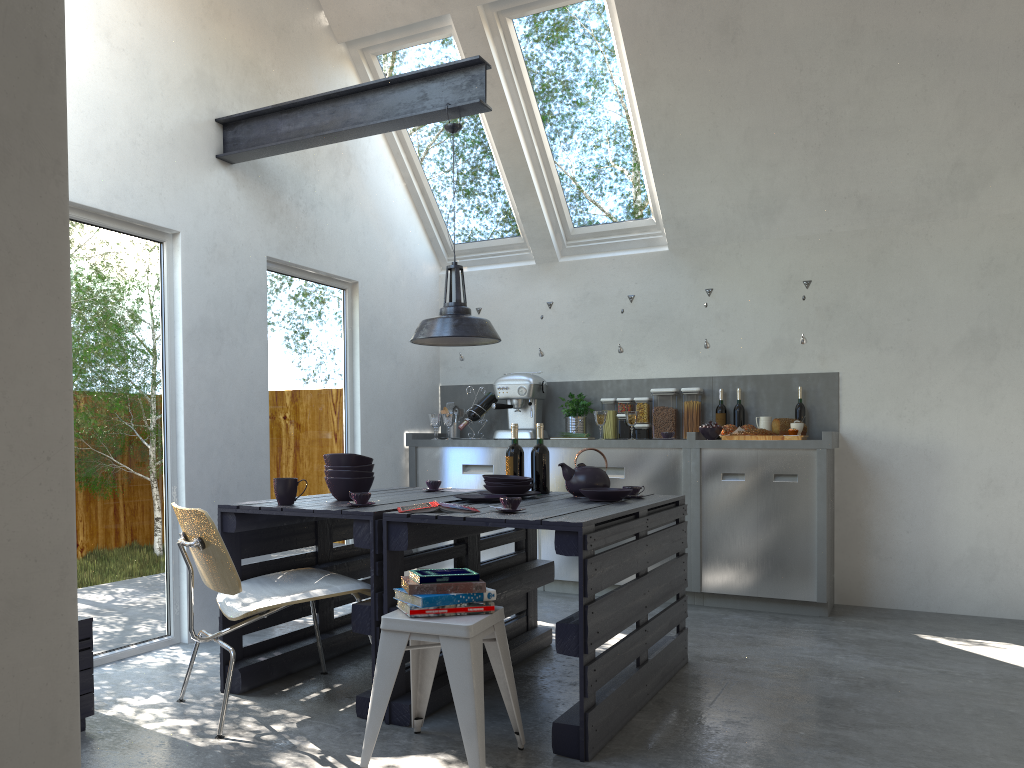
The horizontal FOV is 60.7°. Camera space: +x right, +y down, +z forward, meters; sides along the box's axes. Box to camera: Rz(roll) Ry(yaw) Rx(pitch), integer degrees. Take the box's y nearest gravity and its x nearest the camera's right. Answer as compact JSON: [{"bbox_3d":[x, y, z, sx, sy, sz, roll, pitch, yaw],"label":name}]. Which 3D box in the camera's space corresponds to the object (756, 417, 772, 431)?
[{"bbox_3d":[1.594,0.266,5.509,0.084,0.120,0.086,0,0,-42],"label":"object"}]

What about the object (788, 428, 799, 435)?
[{"bbox_3d":[1.692,0.288,5.261,0.061,0.046,0.057,0,-2,11],"label":"object"}]

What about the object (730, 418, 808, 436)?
[{"bbox_3d":[1.578,0.265,5.414,0.453,0.112,0.127,0,-1,0],"label":"object"}]

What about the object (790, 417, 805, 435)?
[{"bbox_3d":[1.728,0.253,5.304,0.070,0.121,0.075,0,0,-18],"label":"object"}]

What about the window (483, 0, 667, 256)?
[{"bbox_3d":[0.479,-1.668,5.715,0.875,1.391,1.404,0,-1,26],"label":"window"}]

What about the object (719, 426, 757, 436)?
[{"bbox_3d":[1.428,0.299,5.547,0.189,0.059,0.208,3,-4,-43],"label":"object"}]

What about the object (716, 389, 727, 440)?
[{"bbox_3d":[1.396,0.205,5.835,0.076,0.345,0.069,1,1,20],"label":"object"}]

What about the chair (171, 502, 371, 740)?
[{"bbox_3d":[-0.947,0.877,3.487,0.731,0.820,0.733,0,-1,-33],"label":"chair"}]

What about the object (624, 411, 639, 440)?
[{"bbox_3d":[0.803,0.278,5.861,0.102,0.192,0.095,0,0,15],"label":"object"}]

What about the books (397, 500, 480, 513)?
[{"bbox_3d":[-0.286,0.470,3.362,0.302,0.030,0.225,0,-3,-5],"label":"books"}]

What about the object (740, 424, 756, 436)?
[{"bbox_3d":[1.503,0.294,5.567,0.114,0.077,0.123,1,-2,-20],"label":"object"}]

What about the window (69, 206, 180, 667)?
[{"bbox_3d":[-1.966,0.268,4.136,0.062,2.131,0.935,1,1,25],"label":"window"}]

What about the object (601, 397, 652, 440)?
[{"bbox_3d":[0.800,0.247,6.131,0.359,0.294,0.100,-1,0,28],"label":"object"}]

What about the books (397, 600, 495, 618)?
[{"bbox_3d":[-0.225,0.733,2.908,0.276,0.035,0.204,1,-3,-16],"label":"books"}]

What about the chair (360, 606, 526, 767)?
[{"bbox_3d":[-0.222,1.004,2.897,0.439,0.505,0.418,0,-1,22],"label":"chair"}]

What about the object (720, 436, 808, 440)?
[{"bbox_3d":[1.561,0.334,5.411,0.495,0.028,0.292,-2,-4,27],"label":"object"}]

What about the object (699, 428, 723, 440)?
[{"bbox_3d":[1.248,0.313,5.491,0.142,0.079,0.151,1,-2,-16],"label":"object"}]

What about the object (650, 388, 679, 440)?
[{"bbox_3d":[1.052,0.211,6.013,0.184,0.355,0.121,0,1,26],"label":"object"}]

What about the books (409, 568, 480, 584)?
[{"bbox_3d":[-0.227,0.637,2.907,0.198,0.025,0.148,1,-3,-16],"label":"books"}]

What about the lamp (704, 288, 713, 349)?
[{"bbox_3d":[1.300,-0.438,5.773,0.061,0.436,0.327,0,0,14],"label":"lamp"}]

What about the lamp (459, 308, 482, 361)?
[{"bbox_3d":[-0.319,-0.383,6.645,0.063,0.437,0.316,1,0,25],"label":"lamp"}]

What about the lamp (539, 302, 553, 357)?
[{"bbox_3d":[0.248,-0.402,6.342,0.061,0.436,0.327,0,0,14],"label":"lamp"}]

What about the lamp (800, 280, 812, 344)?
[{"bbox_3d":[1.834,-0.455,5.480,0.063,0.437,0.316,1,0,25],"label":"lamp"}]

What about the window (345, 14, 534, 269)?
[{"bbox_3d":[-0.433,-1.630,6.217,0.875,1.397,1.411,0,-1,26],"label":"window"}]

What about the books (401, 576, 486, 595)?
[{"bbox_3d":[-0.231,0.666,2.908,0.249,0.032,0.179,1,-3,-11],"label":"books"}]

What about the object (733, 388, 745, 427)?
[{"bbox_3d":[1.501,0.202,5.779,0.076,0.345,0.068,1,1,30],"label":"object"}]

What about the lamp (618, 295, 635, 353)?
[{"bbox_3d":[0.781,-0.420,6.049,0.063,0.437,0.316,1,0,25],"label":"lamp"}]

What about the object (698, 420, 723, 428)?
[{"bbox_3d":[1.248,0.263,5.489,0.164,0.095,0.137,-1,-2,13],"label":"object"}]

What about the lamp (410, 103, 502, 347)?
[{"bbox_3d":[-0.270,-0.745,4.086,0.454,1.098,0.408,0,1,27],"label":"lamp"}]

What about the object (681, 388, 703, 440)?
[{"bbox_3d":[1.220,0.206,5.924,0.134,0.355,0.121,0,1,26],"label":"object"}]

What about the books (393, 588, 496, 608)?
[{"bbox_3d":[-0.226,0.699,2.907,0.270,0.033,0.208,2,-4,-32],"label":"books"}]

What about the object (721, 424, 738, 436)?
[{"bbox_3d":[1.385,0.294,5.559,0.114,0.077,0.123,1,-2,-20],"label":"object"}]

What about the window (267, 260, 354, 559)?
[{"bbox_3d":[-1.305,0.353,5.583,0.062,2.131,0.935,1,1,25],"label":"window"}]

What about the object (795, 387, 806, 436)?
[{"bbox_3d":[1.843,0.190,5.594,0.066,0.345,0.059,1,2,30],"label":"object"}]
